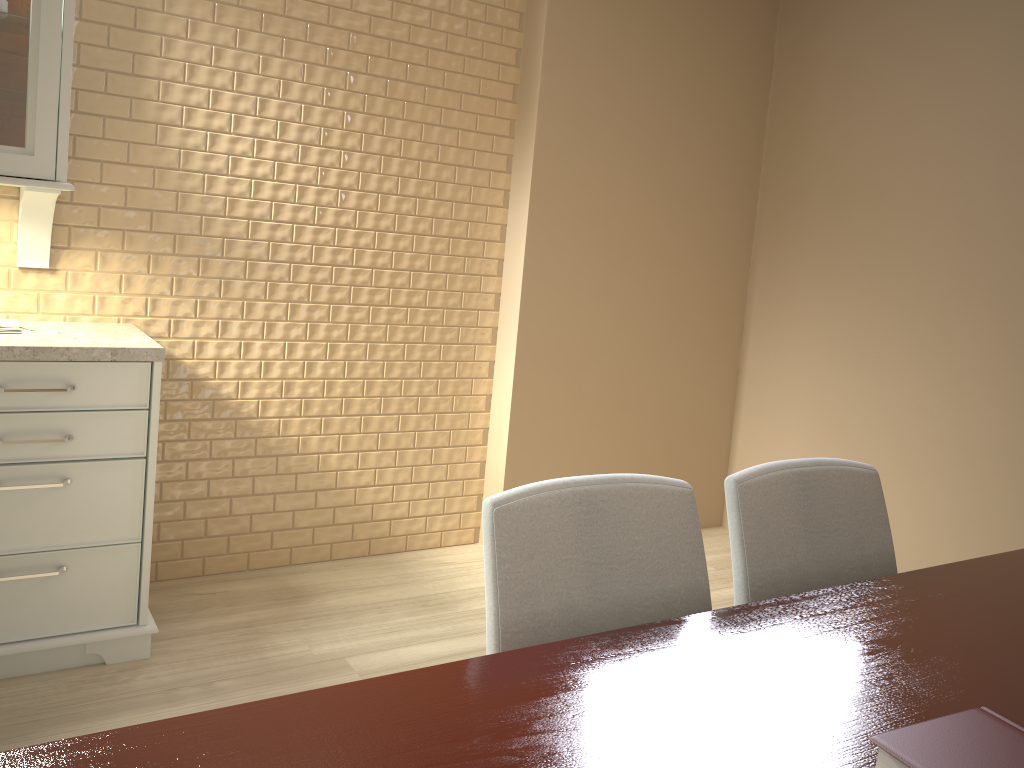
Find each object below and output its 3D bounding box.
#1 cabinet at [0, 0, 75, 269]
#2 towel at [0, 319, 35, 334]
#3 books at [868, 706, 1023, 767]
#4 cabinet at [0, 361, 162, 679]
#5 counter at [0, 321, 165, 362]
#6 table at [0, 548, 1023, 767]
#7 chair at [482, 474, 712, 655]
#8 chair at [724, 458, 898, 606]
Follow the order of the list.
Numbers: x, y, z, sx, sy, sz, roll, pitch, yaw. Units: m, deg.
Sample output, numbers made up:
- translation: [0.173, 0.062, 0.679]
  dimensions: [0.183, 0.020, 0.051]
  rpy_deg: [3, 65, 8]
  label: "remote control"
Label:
- translation: [-1.921, -0.838, 1.846]
  dimensions: [1.927, 1.106, 0.414]
  rpy_deg: [0, 7, -32]
  label: "cabinet"
- translation: [-1.329, -0.158, 2.295]
  dimensions: [0.172, 0.050, 0.164]
  rpy_deg: [13, 12, 43]
  label: "towel"
- translation: [0.404, 0.322, 0.688]
  dimensions: [0.164, 0.032, 0.184]
  rpy_deg: [1, 10, -27]
  label: "books"
- translation: [-1.994, 0.278, 1.948]
  dimensions: [2.217, 0.788, 0.643]
  rpy_deg: [0, 8, -32]
  label: "cabinet"
- translation: [-1.945, -0.112, 1.875]
  dimensions: [2.196, 0.035, 0.527]
  rpy_deg: [-1, 11, -32]
  label: "counter"
- translation: [0.390, 0.715, 0.900]
  dimensions: [1.757, 0.676, 0.758]
  rpy_deg: [0, 9, -32]
  label: "table"
- translation: [0.206, 0.586, 1.125]
  dimensions: [0.399, 0.822, 0.510]
  rpy_deg: [2, 7, -32]
  label: "chair"
- translation: [0.592, 0.582, 1.367]
  dimensions: [0.399, 0.822, 0.510]
  rpy_deg: [2, 7, -32]
  label: "chair"
